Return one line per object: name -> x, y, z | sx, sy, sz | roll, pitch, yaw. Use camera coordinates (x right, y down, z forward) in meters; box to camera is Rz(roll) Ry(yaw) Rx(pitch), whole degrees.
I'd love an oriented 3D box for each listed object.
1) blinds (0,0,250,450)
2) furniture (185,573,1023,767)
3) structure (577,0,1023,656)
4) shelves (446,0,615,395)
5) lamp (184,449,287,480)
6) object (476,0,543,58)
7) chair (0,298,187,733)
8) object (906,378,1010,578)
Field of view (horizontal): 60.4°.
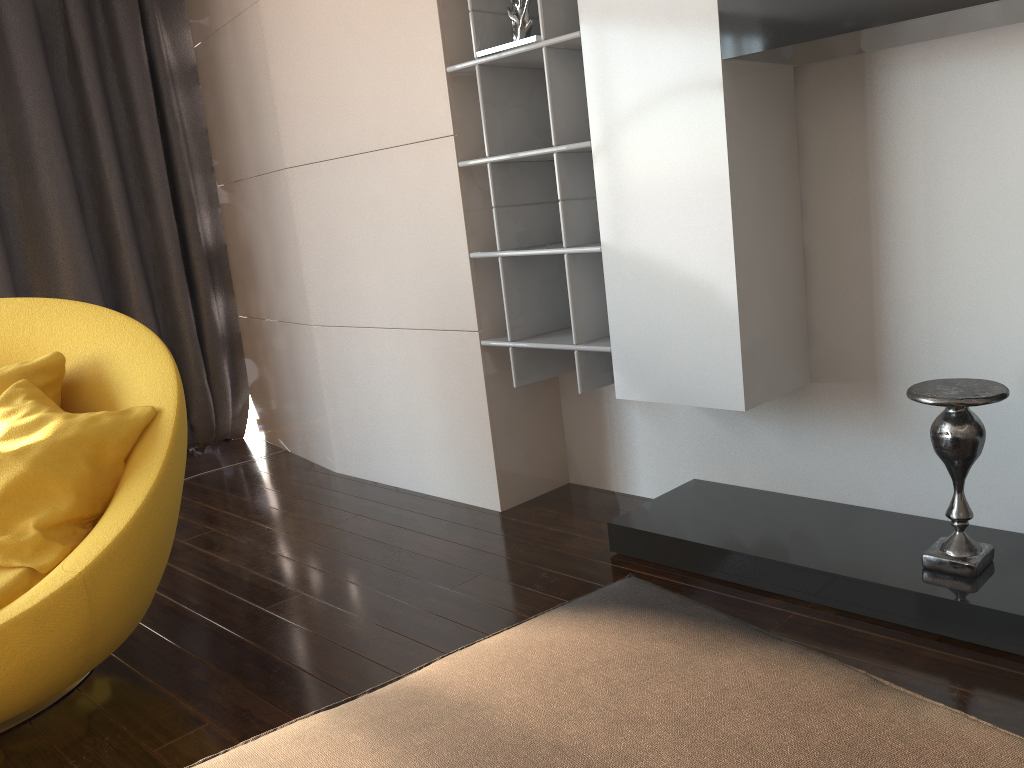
blinds -> -4.168, -0.284, 1.843 | 0.710, 2.895, 7.888 | 2, 14, 38
furniture -> 0.104, 0.689, 1.098 | 1.151, 0.440, 1.041 | -13, 13, -34
structure -> 1.366, -0.277, 1.908 | 2.729, 1.767, 0.507 | 5, 16, 44
shelves -> 0.597, -0.752, 2.606 | 1.819, 1.601, 0.400 | 5, 16, 44
lamp -> -1.971, -0.259, 3.482 | 0.558, 1.780, 4.408 | -1, 12, 26
object -> 0.071, -1.214, 2.902 | 0.269, 0.227, 0.300 | 5, 16, 44
chair -> -1.589, 0.338, 2.273 | 1.491, 1.006, 1.157 | -4, 11, 11
object -> 1.141, 0.239, 2.244 | 0.227, 0.475, 0.252 | 2, 14, 37
